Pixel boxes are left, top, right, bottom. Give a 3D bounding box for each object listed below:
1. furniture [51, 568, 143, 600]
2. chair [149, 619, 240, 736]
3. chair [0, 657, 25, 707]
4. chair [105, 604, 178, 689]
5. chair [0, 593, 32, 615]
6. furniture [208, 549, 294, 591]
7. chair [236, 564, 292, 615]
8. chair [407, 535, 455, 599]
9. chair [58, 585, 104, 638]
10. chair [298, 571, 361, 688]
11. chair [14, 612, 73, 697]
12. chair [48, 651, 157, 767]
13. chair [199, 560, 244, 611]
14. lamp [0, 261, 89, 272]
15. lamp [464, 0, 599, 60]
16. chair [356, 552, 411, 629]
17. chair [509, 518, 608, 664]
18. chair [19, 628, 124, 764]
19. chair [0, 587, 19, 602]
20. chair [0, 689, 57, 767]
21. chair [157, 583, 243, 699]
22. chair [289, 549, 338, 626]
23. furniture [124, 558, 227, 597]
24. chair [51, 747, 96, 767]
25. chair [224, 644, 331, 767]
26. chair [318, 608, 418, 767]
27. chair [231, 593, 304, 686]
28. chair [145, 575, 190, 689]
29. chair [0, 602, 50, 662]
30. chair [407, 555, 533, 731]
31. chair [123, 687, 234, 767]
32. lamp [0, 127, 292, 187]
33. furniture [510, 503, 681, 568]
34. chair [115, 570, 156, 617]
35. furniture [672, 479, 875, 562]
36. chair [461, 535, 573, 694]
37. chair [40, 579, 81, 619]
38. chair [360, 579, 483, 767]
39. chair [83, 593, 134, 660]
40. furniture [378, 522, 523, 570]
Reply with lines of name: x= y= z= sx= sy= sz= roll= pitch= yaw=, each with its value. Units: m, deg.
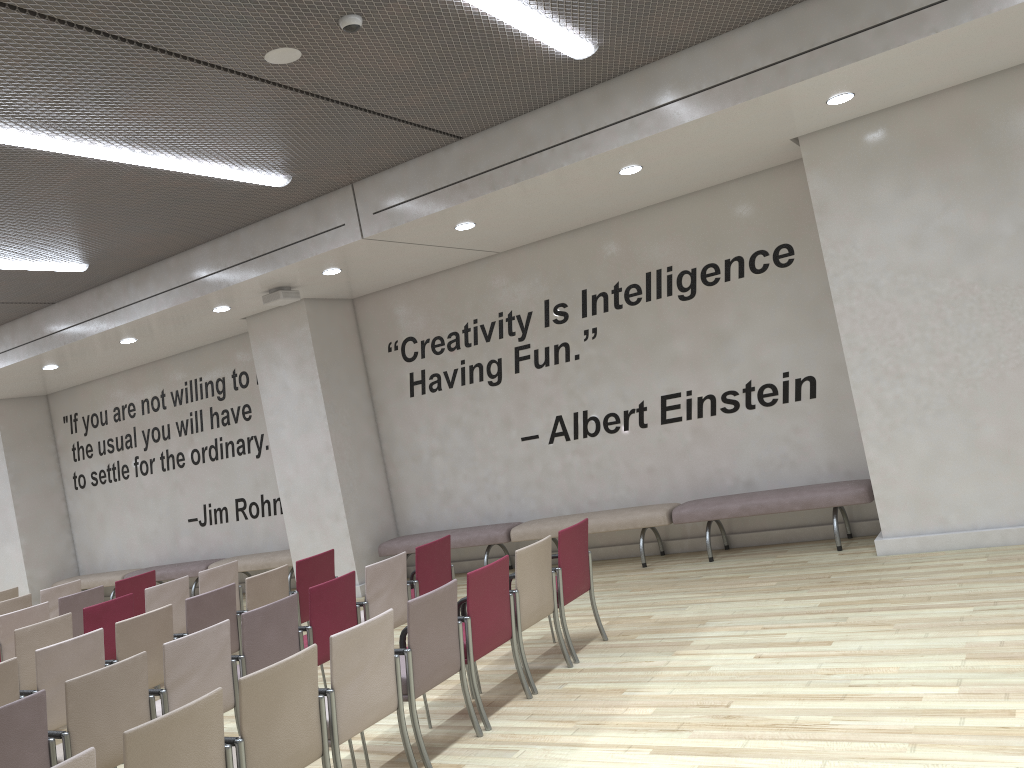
furniture: x=-6.315 y=3.187 z=13.608 sx=1.833 sy=0.550 sz=0.530 roll=-12 pitch=-2 yaw=31
chair: x=-1.892 y=1.852 z=5.036 sx=0.640 sy=0.890 sz=0.513 roll=-12 pitch=-2 yaw=31
chair: x=-3.199 y=2.118 z=5.197 sx=0.640 sy=0.890 sz=0.513 roll=-12 pitch=-2 yaw=32
chair: x=-2.645 y=2.039 z=6.135 sx=0.640 sy=0.890 sz=0.513 roll=-12 pitch=-2 yaw=30
chair: x=-5.171 y=2.636 z=8.987 sx=0.640 sy=0.890 sz=0.513 roll=-12 pitch=-2 yaw=31
furniture: x=-3.207 y=2.504 z=11.693 sx=1.833 sy=0.550 sz=0.530 roll=-12 pitch=-2 yaw=31
chair: x=-2.078 y=1.957 z=7.091 sx=0.640 sy=0.890 sz=0.513 roll=-12 pitch=-2 yaw=30
chair: x=-0.757 y=1.688 z=6.919 sx=0.640 sy=0.890 sz=0.513 roll=-12 pitch=-2 yaw=31
chair: x=-4.143 y=2.410 z=8.355 sx=0.640 sy=0.890 sz=0.513 roll=-12 pitch=-2 yaw=32
chair: x=-1.339 y=1.773 z=5.976 sx=0.640 sy=0.890 sz=0.513 roll=-12 pitch=-2 yaw=30
chair: x=-3.663 y=2.263 z=6.778 sx=0.640 sy=0.890 sz=0.513 roll=-12 pitch=-2 yaw=31
chair: x=-2.174 y=1.893 z=4.566 sx=0.640 sy=0.890 sz=0.513 roll=-12 pitch=-2 yaw=32
chair: x=-2.823 y=2.142 z=8.192 sx=0.640 sy=0.890 sz=0.513 roll=-12 pitch=-2 yaw=30
lamp: x=-5.131 y=-1.026 z=7.455 sx=0.198 sy=0.045 sz=3.303 roll=-12 pitch=-2 yaw=31
lamp: x=-0.349 y=-2.077 z=4.509 sx=0.198 sy=0.045 sz=3.303 roll=-12 pitch=-2 yaw=31
chair: x=-1.048 y=1.730 z=6.441 sx=0.640 sy=0.890 sz=0.513 roll=-12 pitch=-2 yaw=32
chair: x=0.272 y=1.462 z=6.285 sx=0.640 sy=0.890 sz=0.513 roll=-12 pitch=-2 yaw=30
chair: x=-2.909 y=2.076 z=5.671 sx=0.640 sy=0.890 sz=0.513 roll=-12 pitch=-2 yaw=32
chair: x=-5.923 y=2.822 z=10.093 sx=0.640 sy=0.890 sz=0.513 roll=-12 pitch=-2 yaw=31
chair: x=-2.459 y=1.935 z=4.103 sx=0.640 sy=0.890 sz=0.513 roll=-12 pitch=-2 yaw=31
chair: x=-2.350 y=1.995 z=6.609 sx=0.640 sy=0.890 sz=0.513 roll=-12 pitch=-2 yaw=32
chair: x=-1.798 y=1.916 z=7.550 sx=0.640 sy=0.890 sz=0.513 roll=-12 pitch=-2 yaw=31
furniture: x=-4.759 y=2.846 z=12.650 sx=1.833 sy=0.550 sz=0.530 roll=-12 pitch=-2 yaw=31
chair: x=-1.703 y=1.748 z=2.989 sx=0.640 sy=0.890 sz=0.513 roll=-12 pitch=-2 yaw=31
chair: x=-1.147 y=1.667 z=3.924 sx=0.640 sy=0.890 sz=0.513 roll=-12 pitch=-2 yaw=31
chair: x=-0.868 y=1.627 z=4.394 sx=0.640 sy=0.890 sz=0.513 roll=-12 pitch=-2 yaw=32
chair: x=-1.618 y=1.813 z=5.502 sx=0.640 sy=0.890 sz=0.513 roll=-12 pitch=-2 yaw=31
chair: x=-3.108 y=2.183 z=7.722 sx=0.640 sy=0.890 sz=0.513 roll=-12 pitch=-2 yaw=30
chair: x=-4.415 y=2.449 z=7.878 sx=0.640 sy=0.890 sz=0.513 roll=-12 pitch=-2 yaw=31
chair: x=-0.293 y=1.544 z=5.347 sx=0.640 sy=0.890 sz=0.513 roll=-12 pitch=-2 yaw=31
chair: x=-1.423 y=1.707 z=3.466 sx=0.640 sy=0.890 sz=0.513 roll=-12 pitch=-2 yaw=30
lamp: x=-2.747 y=-1.550 z=5.986 sx=0.198 sy=0.045 sz=3.303 roll=-12 pitch=-2 yaw=31
furniture: x=0.883 y=1.606 z=9.173 sx=1.833 sy=0.550 sz=0.530 roll=-12 pitch=-2 yaw=31
chair: x=-3.843 y=2.366 z=8.824 sx=0.640 sy=0.890 sz=0.513 roll=-12 pitch=-2 yaw=31
furniture: x=2.435 y=1.265 z=8.217 sx=1.833 sy=0.550 sz=0.530 roll=-12 pitch=-2 yaw=31
chair: x=-0.013 y=1.503 z=5.817 sx=0.640 sy=0.890 sz=0.513 roll=-12 pitch=-2 yaw=32
chair: x=-4.891 y=2.595 z=9.448 sx=0.640 sy=0.890 sz=0.513 roll=-12 pitch=-2 yaw=32
chair: x=-0.578 y=1.585 z=4.864 sx=0.640 sy=0.890 sz=0.513 roll=-12 pitch=-2 yaw=30
chair: x=-3.391 y=2.224 z=7.246 sx=0.640 sy=0.890 sz=0.513 roll=-12 pitch=-2 yaw=31
furniture: x=-0.673 y=1.948 z=10.132 sx=1.833 sy=0.550 sz=0.530 roll=-12 pitch=-2 yaw=31
